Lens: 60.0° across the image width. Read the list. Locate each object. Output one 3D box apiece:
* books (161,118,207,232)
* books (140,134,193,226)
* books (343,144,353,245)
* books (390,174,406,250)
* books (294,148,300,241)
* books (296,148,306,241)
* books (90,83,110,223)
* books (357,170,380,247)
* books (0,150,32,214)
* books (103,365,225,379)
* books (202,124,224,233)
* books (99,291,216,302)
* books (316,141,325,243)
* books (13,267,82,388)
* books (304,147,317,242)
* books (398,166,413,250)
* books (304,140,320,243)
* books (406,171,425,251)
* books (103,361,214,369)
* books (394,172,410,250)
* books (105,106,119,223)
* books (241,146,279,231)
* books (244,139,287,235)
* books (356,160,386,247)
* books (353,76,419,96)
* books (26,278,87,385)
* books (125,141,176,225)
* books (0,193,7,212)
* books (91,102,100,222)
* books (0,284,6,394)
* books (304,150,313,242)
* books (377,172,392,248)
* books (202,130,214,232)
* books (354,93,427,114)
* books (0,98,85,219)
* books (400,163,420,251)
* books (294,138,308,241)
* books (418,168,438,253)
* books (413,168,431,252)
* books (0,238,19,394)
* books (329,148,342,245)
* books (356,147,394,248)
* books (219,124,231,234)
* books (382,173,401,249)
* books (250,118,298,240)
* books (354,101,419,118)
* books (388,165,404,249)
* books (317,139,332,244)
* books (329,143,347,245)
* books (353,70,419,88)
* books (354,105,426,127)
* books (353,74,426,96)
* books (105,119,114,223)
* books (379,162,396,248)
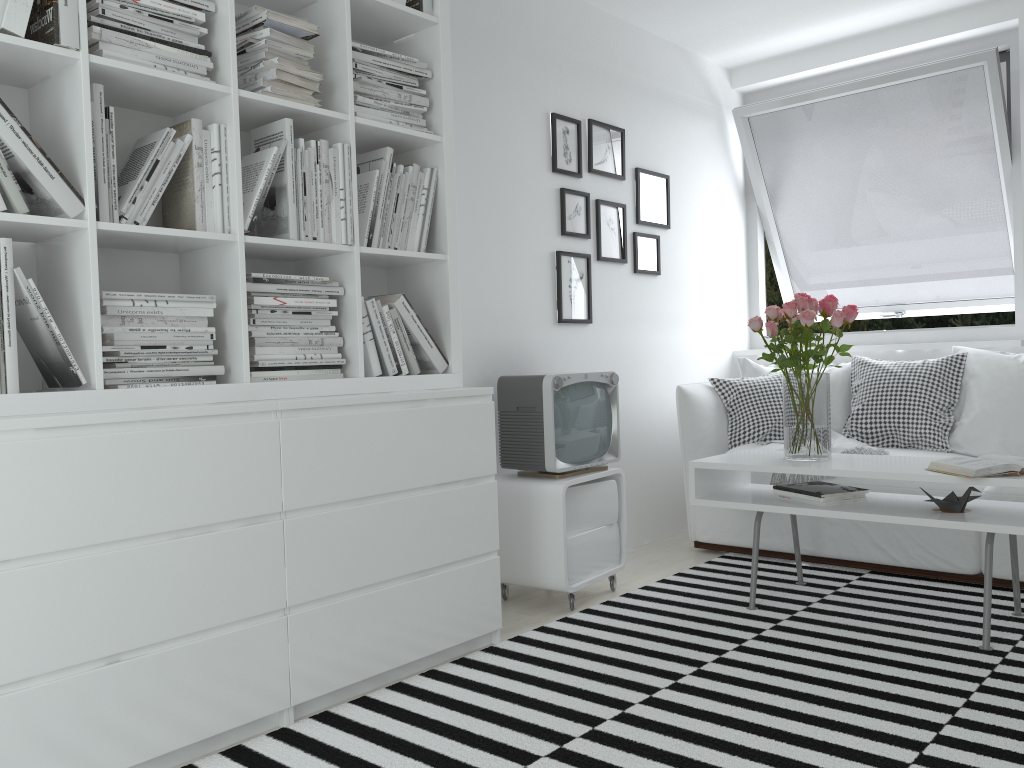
[{"bbox_3d":[-0.864,-0.528,2.325,0.180,0.296,0.028,-1,2,41],"label":"books"},{"bbox_3d":[-0.924,-0.502,2.257,0.182,0.257,0.158,-1,2,41],"label":"books"},{"bbox_3d":[-0.534,-0.544,2.607,0.182,0.288,0.016,-1,2,41],"label":"books"},{"bbox_3d":[-0.412,-0.532,2.810,0.161,0.248,0.077,-1,2,41],"label":"books"},{"bbox_3d":[-0.652,-0.520,2.491,0.161,0.254,0.013,-1,2,41],"label":"books"},{"bbox_3d":[-0.636,-0.522,2.495,0.161,0.256,0.013,-1,2,41],"label":"books"},{"bbox_3d":[-1.021,-0.532,2.123,0.176,0.331,0.025,-1,2,41],"label":"books"},{"bbox_3d":[-0.483,-0.526,2.729,0.161,0.248,0.077,-1,2,41],"label":"books"},{"bbox_3d":[-1.141,-0.468,1.926,0.161,0.213,0.118,-1,2,41],"label":"books"},{"bbox_3d":[-0.919,-0.029,2.233,0.176,0.025,0.331,-1,2,41],"label":"books"},{"bbox_3d":[-0.823,-0.525,2.346,0.182,0.288,0.016,-1,2,41],"label":"books"},{"bbox_3d":[-0.919,-0.212,2.216,0.182,0.016,0.288,-1,2,41],"label":"books"},{"bbox_3d":[-0.608,-0.540,2.564,0.182,0.288,0.016,-1,2,41],"label":"books"},{"bbox_3d":[-1.071,-0.121,1.991,0.159,0.263,0.131,-1,2,41],"label":"books"},{"bbox_3d":[-0.619,-0.526,2.531,0.167,0.263,0.017,-1,2,41],"label":"books"},{"bbox_3d":[-0.405,-0.549,2.852,0.182,0.282,0.090,-1,2,41],"label":"books"},{"bbox_3d":[-0.619,-0.540,2.553,0.182,0.288,0.016,-1,2,41],"label":"books"},{"bbox_3d":[-0.370,-0.545,2.883,0.174,0.269,0.091,-1,2,41],"label":"books"},{"bbox_3d":[-0.911,-0.048,2.242,0.161,0.013,0.254,-1,2,41],"label":"books"},{"bbox_3d":[-0.407,-0.537,2.828,0.167,0.258,0.085,-1,2,41],"label":"books"},{"bbox_3d":[-1.010,-0.510,2.158,0.182,0.288,0.016,-1,2,41],"label":"books"},{"bbox_3d":[-0.722,-0.519,2.401,0.161,0.235,0.118,-1,2,41],"label":"books"},{"bbox_3d":[-0.708,-0.528,2.412,0.159,0.263,0.131,-1,2,41],"label":"books"},{"bbox_3d":[-0.469,-0.544,2.740,0.159,0.278,0.085,-1,2,41],"label":"books"},{"bbox_3d":[-0.436,-0.914,2.788,0.161,0.012,0.254,-1,2,36],"label":"books"},{"bbox_3d":[-1.062,-0.113,2.007,0.161,0.235,0.118,-1,2,41],"label":"books"},{"bbox_3d":[-0.937,-0.486,2.208,0.161,0.226,0.137,-1,2,41],"label":"books"},{"bbox_3d":[-1.170,-0.469,1.901,0.161,0.218,0.101,-1,2,41],"label":"books"},{"bbox_3d":[-1.025,-0.509,2.103,0.159,0.285,0.012,-1,2,41],"label":"books"},{"bbox_3d":[-1.141,-0.104,1.926,0.161,0.254,0.013,-1,2,41],"label":"books"},{"bbox_3d":[-0.622,-0.522,2.515,0.161,0.254,0.012,-1,2,41],"label":"books"},{"bbox_3d":[-0.453,-0.530,2.773,0.161,0.248,0.078,-1,2,41],"label":"books"},{"bbox_3d":[-0.846,-0.516,2.342,0.174,0.273,0.021,-1,2,41],"label":"books"},{"bbox_3d":[-0.440,-0.873,2.814,0.288,0.016,0.182,-3,2,-39],"label":"books"},{"bbox_3d":[-1.100,-0.492,1.980,0.176,0.255,0.226,-1,2,41],"label":"books"},{"bbox_3d":[-0.388,-0.556,2.870,0.180,0.293,0.103,-1,2,41],"label":"books"},{"bbox_3d":[-0.635,-0.536,2.509,0.159,0.285,0.012,-1,2,41],"label":"books"},{"bbox_3d":[-0.329,-0.554,2.896,0.182,0.282,0.090,-1,2,41],"label":"books"},{"bbox_3d":[-0.352,-0.554,2.895,0.182,0.282,0.090,-1,2,41],"label":"books"},{"bbox_3d":[-1.130,-0.143,1.938,0.176,0.331,0.025,-1,2,41],"label":"books"},{"bbox_3d":[-0.565,-0.535,2.589,0.174,0.273,0.021,-1,2,41],"label":"books"},{"bbox_3d":[-0.460,-0.566,2.765,0.176,0.325,0.109,-1,2,41],"label":"books"},{"bbox_3d":[-0.805,-0.524,2.351,0.182,0.288,0.016,-1,2,41],"label":"books"},{"bbox_3d":[-0.427,-0.531,2.789,0.161,0.249,0.078,-1,2,41],"label":"books"},{"bbox_3d":[-0.665,-0.557,2.476,0.176,0.331,0.025,-1,2,41],"label":"books"},{"bbox_3d":[-0.441,-0.844,2.792,0.161,0.013,0.254,-1,2,41],"label":"books"},{"bbox_3d":[-0.422,-0.546,2.807,0.159,0.278,0.085,-1,2,41],"label":"books"},{"bbox_3d":[-0.593,-0.545,2.581,0.180,0.296,0.028,-1,2,41],"label":"books"},{"bbox_3d":[-0.552,-0.545,2.602,0.182,0.288,0.016,-1,2,41],"label":"books"},{"bbox_3d":[-0.443,-0.938,2.779,0.256,0.013,0.161,-3,2,-39],"label":"books"},{"bbox_3d":[-0.433,-0.826,2.798,0.273,0.021,0.174,-3,2,-44],"label":"books"},{"bbox_3d":[-0.432,-0.927,2.800,0.285,0.012,0.159,-3,2,-44],"label":"books"},{"bbox_3d":[-1.007,-0.495,2.138,0.161,0.254,0.013,-1,2,41],"label":"books"},{"bbox_3d":[-0.453,-0.547,2.796,0.182,0.282,0.090,-1,2,41],"label":"books"}]
